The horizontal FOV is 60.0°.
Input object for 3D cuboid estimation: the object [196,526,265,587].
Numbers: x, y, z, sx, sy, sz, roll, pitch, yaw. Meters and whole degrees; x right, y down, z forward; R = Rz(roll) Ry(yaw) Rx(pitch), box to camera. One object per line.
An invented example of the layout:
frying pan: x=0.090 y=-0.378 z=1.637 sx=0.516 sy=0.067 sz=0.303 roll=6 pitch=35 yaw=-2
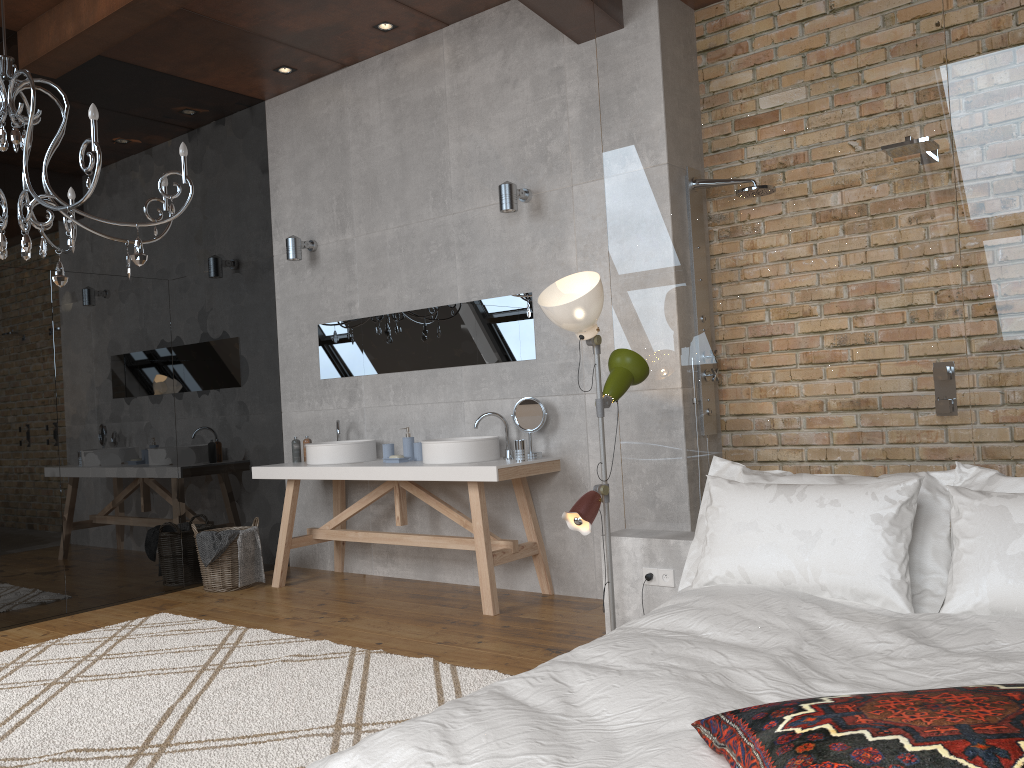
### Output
object: x=-1.822 y=1.099 z=5.639 sx=0.378 sy=0.361 sz=0.357 roll=-4 pitch=-2 yaw=43

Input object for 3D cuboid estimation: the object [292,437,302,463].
object: x=-1.426 y=0.435 z=5.867 sx=0.058 sy=0.172 sz=0.058 roll=-4 pitch=-1 yaw=17

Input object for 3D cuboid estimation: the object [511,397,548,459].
object: x=0.099 y=0.241 z=4.881 sx=0.192 sy=0.338 sz=0.118 roll=-3 pitch=-1 yaw=-6

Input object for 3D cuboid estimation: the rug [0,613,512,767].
rug: x=-1.256 y=1.216 z=3.362 sx=3.139 sy=0.019 sz=1.726 roll=-4 pitch=-1 yaw=38

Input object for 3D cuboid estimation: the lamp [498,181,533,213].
lamp: x=0.022 y=-1.031 z=4.913 sx=0.101 sy=0.168 sz=0.243 roll=-4 pitch=-1 yaw=38

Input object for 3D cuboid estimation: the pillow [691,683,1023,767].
pillow: x=0.722 y=0.620 z=1.477 sx=0.748 sy=0.157 sz=0.453 roll=-3 pitch=-1 yaw=-2

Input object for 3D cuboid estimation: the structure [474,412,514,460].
structure: x=-0.078 y=0.289 z=4.997 sx=0.242 sy=0.268 sz=0.141 roll=-4 pitch=-1 yaw=33

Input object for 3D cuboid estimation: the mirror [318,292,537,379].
mirror: x=-0.600 y=-0.274 z=5.540 sx=1.838 sy=0.377 sz=0.007 roll=-4 pitch=-1 yaw=38

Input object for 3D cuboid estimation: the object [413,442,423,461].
object: x=-0.552 y=0.404 z=5.308 sx=0.075 sy=0.108 sz=0.075 roll=-3 pitch=-1 yaw=-32

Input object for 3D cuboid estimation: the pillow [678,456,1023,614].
pillow: x=1.377 y=0.488 z=2.805 sx=1.746 sy=0.517 sz=0.358 roll=-4 pitch=-1 yaw=37

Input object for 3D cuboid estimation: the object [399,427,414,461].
object: x=-0.627 y=0.363 z=5.380 sx=0.076 sy=0.201 sz=0.076 roll=-4 pitch=-1 yaw=31

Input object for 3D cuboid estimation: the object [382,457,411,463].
object: x=-0.682 y=0.450 z=5.250 sx=0.147 sy=0.031 sz=0.100 roll=-4 pitch=-2 yaw=39

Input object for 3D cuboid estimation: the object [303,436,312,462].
object: x=-1.359 y=0.431 z=5.903 sx=0.058 sy=0.172 sz=0.058 roll=-4 pitch=-1 yaw=23

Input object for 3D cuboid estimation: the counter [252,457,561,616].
counter: x=-0.657 y=0.846 z=5.296 sx=2.011 sy=0.765 sz=0.630 roll=-4 pitch=-1 yaw=38

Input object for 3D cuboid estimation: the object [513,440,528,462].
object: x=0.046 y=0.354 z=4.721 sx=0.073 sy=0.111 sz=0.073 roll=-4 pitch=-1 yaw=30

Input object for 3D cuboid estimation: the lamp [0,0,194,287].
lamp: x=-2.194 y=-1.283 z=3.852 sx=1.409 sy=1.594 sz=1.409 roll=-3 pitch=-1 yaw=-30

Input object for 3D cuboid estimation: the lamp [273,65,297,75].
lamp: x=-1.503 y=-2.088 z=5.873 sx=0.115 sy=0.027 sz=0.113 roll=-4 pitch=-1 yaw=38

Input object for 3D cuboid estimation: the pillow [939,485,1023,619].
pillow: x=1.582 y=0.485 z=2.438 sx=0.748 sy=0.385 sz=0.291 roll=-4 pitch=-1 yaw=37

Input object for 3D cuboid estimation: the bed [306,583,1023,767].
bed: x=0.938 y=0.846 z=1.951 sx=2.300 sy=0.442 sz=2.169 roll=-4 pitch=-1 yaw=38

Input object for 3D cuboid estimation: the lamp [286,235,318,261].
lamp: x=-1.428 y=-0.923 z=6.037 sx=0.101 sy=0.168 sz=0.243 roll=-4 pitch=-1 yaw=38

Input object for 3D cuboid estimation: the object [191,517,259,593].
object: x=-1.827 y=1.091 z=5.688 sx=0.393 sy=0.432 sz=0.393 roll=-4 pitch=-1 yaw=30

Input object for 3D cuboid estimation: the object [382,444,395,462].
object: x=-0.745 y=0.417 z=5.360 sx=0.075 sy=0.108 sz=0.075 roll=-3 pitch=-1 yaw=-17

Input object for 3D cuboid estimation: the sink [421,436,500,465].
sink: x=-0.288 y=0.371 z=4.999 sx=0.442 sy=0.128 sz=0.445 roll=-3 pitch=-1 yaw=2

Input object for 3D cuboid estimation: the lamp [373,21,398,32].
lamp: x=-0.755 y=-2.144 z=5.292 sx=0.115 sy=0.027 sz=0.113 roll=-4 pitch=-1 yaw=38

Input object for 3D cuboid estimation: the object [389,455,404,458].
object: x=-0.682 y=0.436 z=5.250 sx=0.084 sy=0.035 sz=0.067 roll=-4 pitch=-2 yaw=40

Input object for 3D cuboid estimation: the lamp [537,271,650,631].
lamp: x=0.356 y=0.342 z=3.568 sx=0.270 sy=1.582 sz=0.561 roll=-4 pitch=-1 yaw=35

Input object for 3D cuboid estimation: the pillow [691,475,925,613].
pillow: x=0.954 y=0.509 z=2.922 sx=0.744 sy=0.397 sz=0.276 roll=-4 pitch=-1 yaw=38

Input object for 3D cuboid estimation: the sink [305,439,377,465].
sink: x=-1.079 y=0.430 z=5.613 sx=0.445 sy=0.128 sz=0.442 roll=-4 pitch=-1 yaw=20

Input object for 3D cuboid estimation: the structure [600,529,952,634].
structure: x=1.563 y=0.804 z=2.968 sx=2.820 sy=0.494 sz=0.206 roll=-4 pitch=-1 yaw=38

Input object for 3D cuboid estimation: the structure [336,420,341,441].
structure: x=-1.152 y=0.369 z=5.830 sx=0.242 sy=0.268 sz=0.141 roll=-4 pitch=-2 yaw=43
